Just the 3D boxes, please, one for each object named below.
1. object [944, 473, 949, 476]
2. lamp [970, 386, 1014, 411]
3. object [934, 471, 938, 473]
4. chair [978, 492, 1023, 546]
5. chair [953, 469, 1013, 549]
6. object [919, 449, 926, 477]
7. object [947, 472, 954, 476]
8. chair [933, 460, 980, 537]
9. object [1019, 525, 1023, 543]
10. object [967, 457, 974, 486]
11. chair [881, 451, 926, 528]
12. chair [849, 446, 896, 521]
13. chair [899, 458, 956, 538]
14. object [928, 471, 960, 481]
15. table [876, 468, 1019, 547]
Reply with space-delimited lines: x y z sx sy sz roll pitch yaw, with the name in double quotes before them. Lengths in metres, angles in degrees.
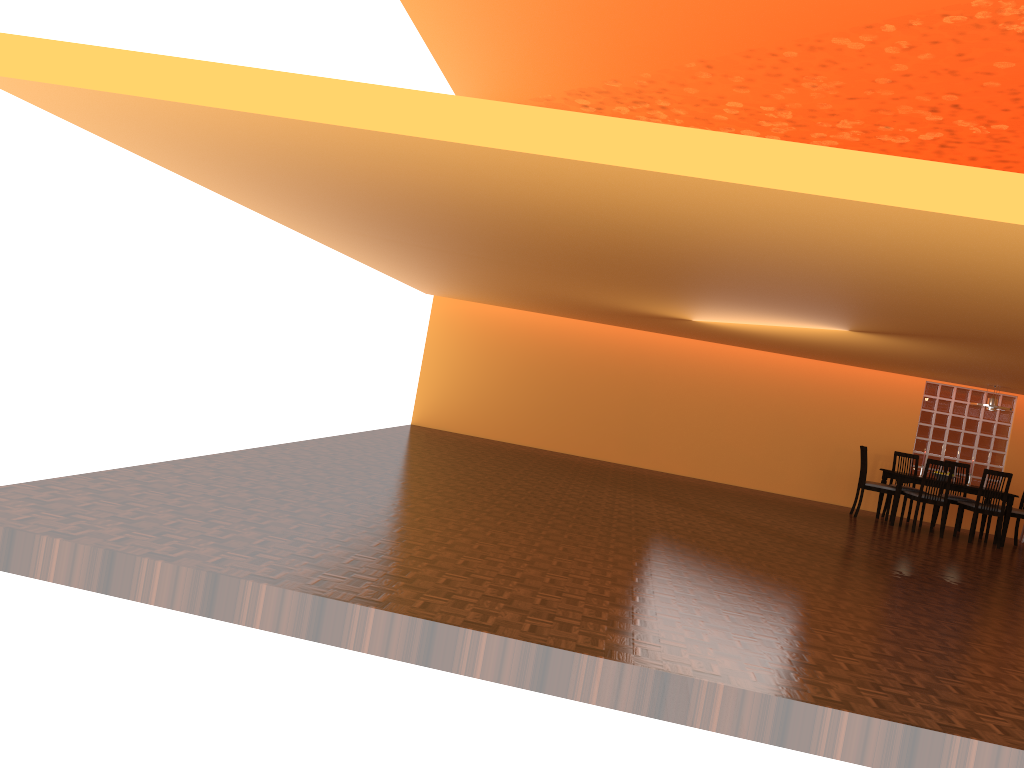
"object" 4.830 1.025 9.846 0.066 0.070 0.055 10 1 -11
"lamp" 5.333 0.156 9.832 0.435 0.274 0.435 11 1 30
"object" 4.730 0.994 9.874 0.055 0.046 0.046 10 1 -10
"chair" 5.538 1.393 9.814 0.465 0.809 0.373 10 1 2
"chair" 5.055 1.311 9.502 0.373 0.809 0.465 10 1 7
"object" 4.570 0.872 9.856 0.044 0.326 0.044 10 1 -4
"object" 4.891 1.021 9.898 0.069 0.066 0.069 10 1 17
"chair" 5.157 1.318 10.261 0.373 0.809 0.465 10 1 7
"object" 6.290 1.124 10.521 0.226 1.589 0.308 11 1 30
"object" 5.110 0.968 9.869 0.044 0.326 0.044 10 1 -4
"chair" 4.594 1.217 10.336 0.373 0.809 0.465 10 1 7
"chair" 4.112 1.135 10.012 0.465 0.809 0.373 10 1 12
"chair" 4.493 1.210 9.577 0.373 0.809 0.465 10 1 7
"object" 4.814 1.043 9.905 0.337 0.072 0.337 10 1 -26
"table" 4.795 1.373 9.892 1.259 0.584 0.697 10 1 7
